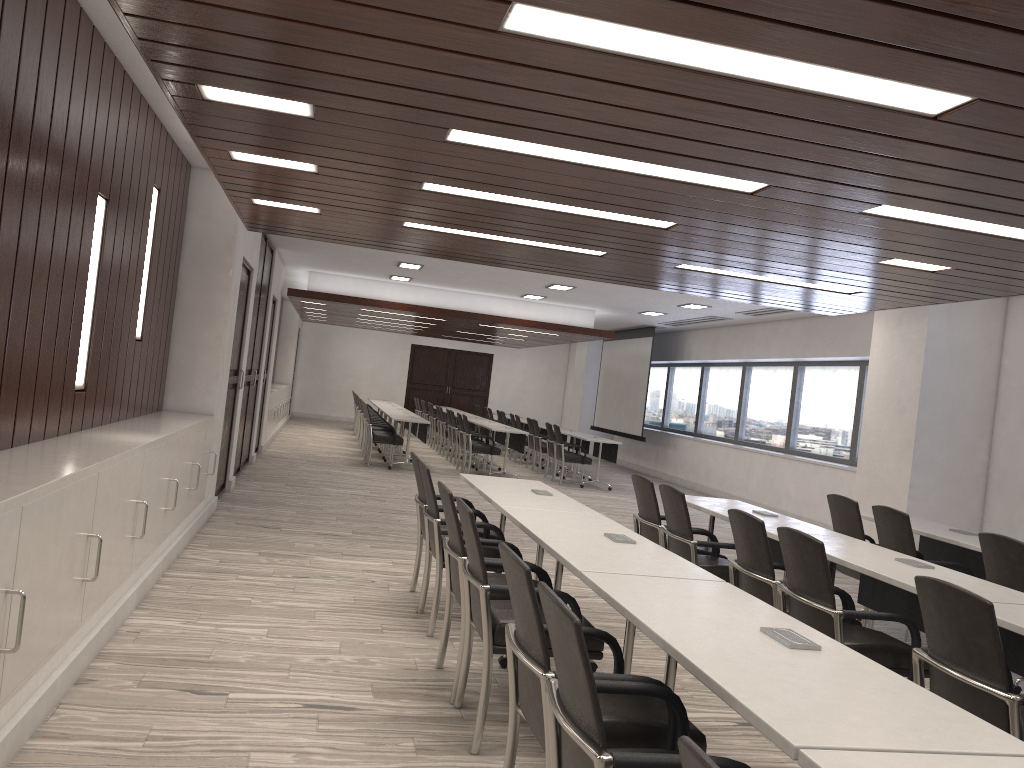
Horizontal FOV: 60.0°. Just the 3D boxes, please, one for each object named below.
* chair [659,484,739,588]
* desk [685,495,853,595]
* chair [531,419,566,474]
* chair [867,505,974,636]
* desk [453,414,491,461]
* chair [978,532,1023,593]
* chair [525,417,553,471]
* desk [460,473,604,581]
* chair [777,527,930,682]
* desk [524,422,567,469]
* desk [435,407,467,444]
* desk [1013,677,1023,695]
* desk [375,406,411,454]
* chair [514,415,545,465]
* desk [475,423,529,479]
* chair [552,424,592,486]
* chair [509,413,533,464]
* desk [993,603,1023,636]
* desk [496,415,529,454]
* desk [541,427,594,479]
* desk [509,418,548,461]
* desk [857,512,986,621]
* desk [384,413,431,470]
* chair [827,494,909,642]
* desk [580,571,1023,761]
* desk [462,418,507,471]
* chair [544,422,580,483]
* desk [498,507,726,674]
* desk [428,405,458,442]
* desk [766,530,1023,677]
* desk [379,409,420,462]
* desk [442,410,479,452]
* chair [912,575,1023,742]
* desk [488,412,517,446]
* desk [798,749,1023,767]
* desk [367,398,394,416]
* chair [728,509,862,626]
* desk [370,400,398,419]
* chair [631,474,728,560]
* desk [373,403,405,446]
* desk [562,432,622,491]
[{"bbox_3d":[1.199,1.116,5.468,0.638,0.939,0.513,7,0,-12],"label":"chair"},{"bbox_3d":[1.502,1.226,5.801,0.577,0.795,1.509,7,0,-12],"label":"desk"},{"bbox_3d":[0.629,1.116,15.668,0.638,0.939,0.513,7,0,-11],"label":"chair"},{"bbox_3d":[2.665,1.290,5.771,0.638,0.939,0.513,7,0,-11],"label":"chair"},{"bbox_3d":[-0.817,1.029,17.181,0.577,0.795,1.509,7,0,-12],"label":"desk"},{"bbox_3d":[2.859,1.306,4.795,0.638,0.939,0.513,7,0,-11],"label":"chair"},{"bbox_3d":[0.542,1.109,16.184,0.638,0.939,0.513,7,0,-12],"label":"chair"},{"bbox_3d":[0.024,1.051,5.497,0.577,0.795,1.509,7,0,-12],"label":"desk"},{"bbox_3d":[1.496,1.141,3.972,0.638,0.939,0.513,7,0,-12],"label":"chair"},{"bbox_3d":[0.639,1.202,17.481,0.577,0.795,1.509,7,0,-12],"label":"desk"},{"bbox_3d":[-1.426,0.977,20.167,0.577,0.795,1.509,7,0,-12],"label":"desk"},{"bbox_3d":[3.263,1.425,4.609,0.577,0.795,1.509,7,0,-12],"label":"desk"},{"bbox_3d":[-2.295,0.854,16.877,0.577,0.795,1.509,7,0,-12],"label":"desk"},{"bbox_3d":[0.328,1.091,17.151,0.638,0.939,0.513,7,0,-11],"label":"chair"},{"bbox_3d":[-0.211,1.081,14.206,0.577,0.795,1.509,7,0,-12],"label":"desk"},{"bbox_3d":[0.934,1.142,14.175,0.638,0.939,0.513,7,0,-11],"label":"chair"},{"bbox_3d":[0.226,1.082,17.666,0.638,0.939,0.513,7,0,-11],"label":"chair"},{"bbox_3d":[2.111,1.278,2.815,0.577,0.795,1.509,7,0,-12],"label":"desk"},{"bbox_3d":[0.030,1.150,20.467,0.577,0.795,1.509,7,0,-12],"label":"desk"},{"bbox_3d":[0.941,1.227,15.998,0.577,0.795,1.509,7,0,-12],"label":"desk"},{"bbox_3d":[0.335,1.176,18.973,0.577,0.795,1.509,7,0,-12],"label":"desk"},{"bbox_3d":[2.959,1.399,6.101,0.577,0.795,1.509,7,0,-12],"label":"desk"},{"bbox_3d":[-1.689,0.905,13.902,0.577,0.795,1.509,7,0,-12],"label":"desk"},{"bbox_3d":[2.545,1.279,6.279,0.638,0.939,0.513,7,0,-11],"label":"chair"},{"bbox_3d":[0.633,1.103,2.511,0.577,0.795,1.509,7,0,-12],"label":"desk"},{"bbox_3d":[-0.515,1.055,15.698,0.577,0.795,1.509,7,0,-12],"label":"desk"},{"bbox_3d":[0.830,1.133,14.687,0.638,0.939,0.513,7,0,-12],"label":"chair"},{"bbox_3d":[0.328,1.077,4.005,0.577,0.795,1.509,7,0,-12],"label":"desk"},{"bbox_3d":[-1.730,0.951,21.659,0.577,0.795,1.509,7,0,-12],"label":"desk"},{"bbox_3d":[1.806,1.252,4.309,0.577,0.795,1.509,7,0,-12],"label":"desk"},{"bbox_3d":[-1.993,0.880,15.394,0.577,0.795,1.509,7,0,-12],"label":"desk"},{"bbox_3d":[-1.122,1.003,18.673,0.577,0.795,1.509,7,0,-12],"label":"desk"},{"bbox_3d":[1.693,1.158,3.005,0.638,0.939,0.513,7,0,-11],"label":"chair"},{"bbox_3d":[-0.274,1.124,21.959,0.577,0.795,1.509,7,0,-12],"label":"desk"},{"bbox_3d":[0.937,1.129,1.019,0.577,0.795,1.509,7,0,-12],"label":"desk"},{"bbox_3d":[-3.208,0.776,21.355,0.577,0.795,1.509,7,0,-12],"label":"desk"},{"bbox_3d":[1.394,1.133,4.485,0.638,0.939,0.513,7,0,-12],"label":"chair"},{"bbox_3d":[-2.904,0.802,19.863,0.577,0.795,1.509,7,0,-12],"label":"desk"},{"bbox_3d":[1.096,1.108,5.986,0.638,0.939,0.513,7,0,-12],"label":"chair"},{"bbox_3d":[-2.600,0.828,18.368,0.577,0.795,1.509,7,0,-12],"label":"desk"},{"bbox_3d":[1.245,1.253,14.506,0.577,0.795,1.509,7,0,-12],"label":"desk"}]
